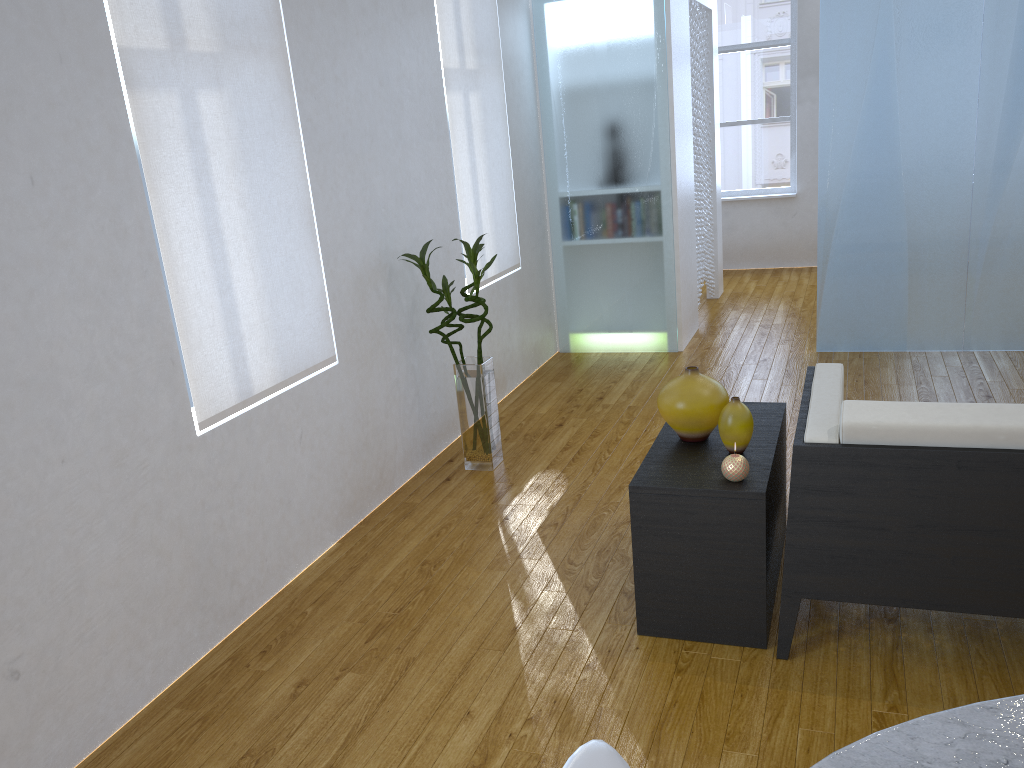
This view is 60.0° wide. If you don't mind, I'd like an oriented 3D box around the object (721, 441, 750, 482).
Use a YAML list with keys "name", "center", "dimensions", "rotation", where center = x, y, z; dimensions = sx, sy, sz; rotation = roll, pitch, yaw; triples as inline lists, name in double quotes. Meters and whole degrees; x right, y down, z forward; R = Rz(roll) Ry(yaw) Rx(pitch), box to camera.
- name: "object"
  center: [0.577, 0.197, 2.291]
  dimensions: [0.071, 0.105, 0.071]
  rotation: [-20, 22, -39]

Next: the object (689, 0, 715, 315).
- name: "object"
  center: [1.277, -1.489, 6.016]
  dimensions: [0.051, 2.034, 0.915]
  rotation: [1, 19, 21]

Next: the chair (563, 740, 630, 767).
- name: "chair"
  center: [0.248, 0.607, 0.915]
  dimensions: [0.419, 0.355, 0.402]
  rotation: [2, 18, 23]

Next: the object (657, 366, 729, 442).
- name: "object"
  center: [0.530, 0.056, 2.594]
  dimensions: [0.206, 0.217, 0.206]
  rotation: [-14, 19, -25]

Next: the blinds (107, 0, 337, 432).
- name: "blinds"
  center: [-0.868, -0.983, 2.558]
  dimensions: [0.007, 2.130, 0.755]
  rotation: [1, 19, 21]

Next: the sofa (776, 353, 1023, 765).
- name: "sofa"
  center: [2.053, 0.093, 2.785]
  dimensions: [5.336, 0.685, 9.639]
  rotation: [1, 17, 21]

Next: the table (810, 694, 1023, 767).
- name: "table"
  center: [1.142, 0.817, 0.652]
  dimensions: [1.909, 0.628, 1.061]
  rotation: [0, 17, 20]

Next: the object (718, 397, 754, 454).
- name: "object"
  center: [0.622, 0.114, 2.461]
  dimensions: [0.095, 0.162, 0.095]
  rotation: [-14, 19, -25]

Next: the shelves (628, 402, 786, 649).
- name: "shelves"
  center: [0.616, 0.379, 2.662]
  dimensions: [0.349, 0.455, 0.723]
  rotation: [1, 18, 21]

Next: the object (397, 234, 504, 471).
- name: "object"
  center: [-0.229, -0.107, 3.684]
  dimensions: [0.380, 0.989, 0.479]
  rotation: [-7, 17, -6]

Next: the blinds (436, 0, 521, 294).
- name: "blinds"
  center: [-0.185, -1.557, 4.312]
  dimensions: [0.007, 2.131, 0.755]
  rotation: [1, 19, 21]
